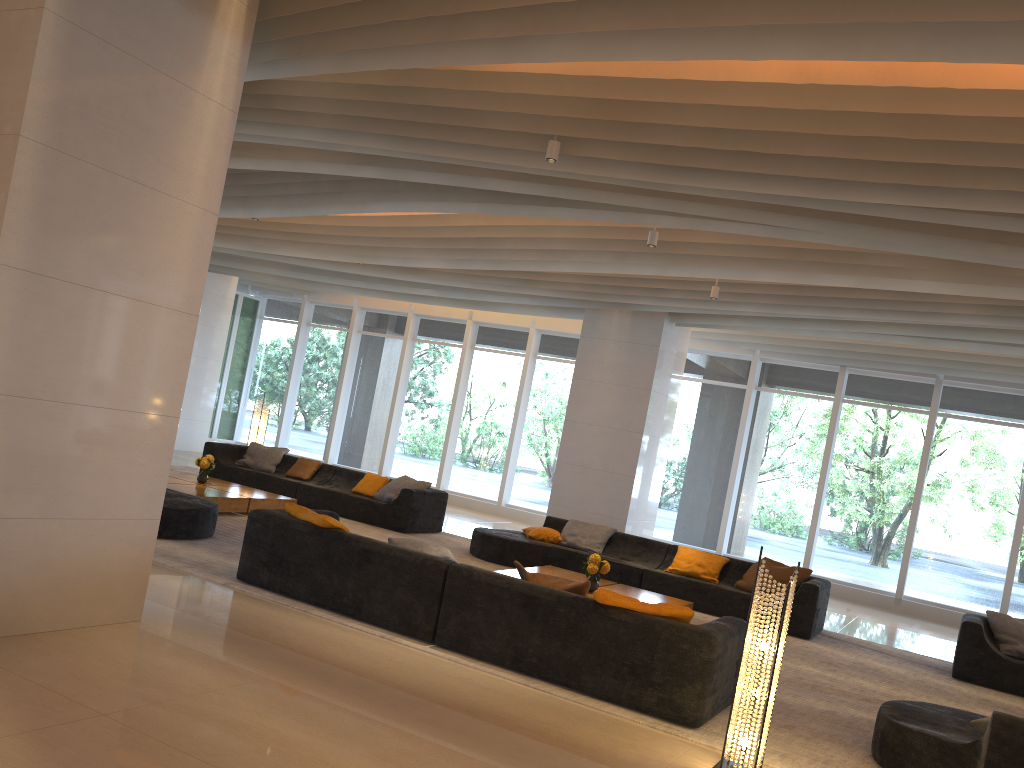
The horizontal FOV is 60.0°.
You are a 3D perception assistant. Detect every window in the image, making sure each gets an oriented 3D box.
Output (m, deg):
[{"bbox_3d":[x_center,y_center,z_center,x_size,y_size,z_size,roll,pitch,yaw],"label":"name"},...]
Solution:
[{"bbox_3d":[0.980,0.602,13.203,54.768,3.219,22.049,11,-3,-8],"label":"window"}]

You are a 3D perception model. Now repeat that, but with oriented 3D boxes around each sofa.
[{"bbox_3d":[-0.274,1.556,6.427,3.709,0.582,0.960,9,-3,27],"label":"sofa"},{"bbox_3d":[-2.721,1.438,12.567,3.709,0.582,0.960,9,-3,27],"label":"sofa"},{"bbox_3d":[6.205,2.865,7.898,4.097,0.582,1.367,9,-3,34],"label":"sofa"},{"bbox_3d":[3.171,2.123,4.844,2.212,0.576,1.381,9,-3,28],"label":"sofa"},{"bbox_3d":[1.447,2.095,10.211,4.071,0.582,1.377,9,-3,26],"label":"sofa"},{"bbox_3d":[-4.771,0.862,9.853,4.996,0.653,2.880,9,-3,28],"label":"sofa"}]

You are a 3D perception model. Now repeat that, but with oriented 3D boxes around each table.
[{"bbox_3d":[-3.756,1.323,10.668,1.572,0.220,1.631,9,-4,28],"label":"table"},{"bbox_3d":[0.698,2.035,8.357,1.572,0.220,1.631,9,-4,28],"label":"table"}]

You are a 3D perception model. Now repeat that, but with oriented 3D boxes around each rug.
[{"bbox_3d":[0.398,2.102,8.502,15.926,0.022,5.619,9,-4,27],"label":"rug"}]

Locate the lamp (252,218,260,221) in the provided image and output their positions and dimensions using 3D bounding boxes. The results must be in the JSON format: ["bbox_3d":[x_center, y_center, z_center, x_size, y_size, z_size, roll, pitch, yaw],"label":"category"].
[{"bbox_3d":[-2.964,-2.730,10.738,0.090,1.505,0.088,11,0,-17],"label":"lamp"}]

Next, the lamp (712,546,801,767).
[{"bbox_3d":[1.301,1.453,4.638,0.246,1.197,0.255,11,0,28],"label":"lamp"}]

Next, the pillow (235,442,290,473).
[{"bbox_3d":[-3.737,1.090,13.267,0.636,0.377,0.550,10,-2,6],"label":"pillow"}]

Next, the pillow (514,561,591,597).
[{"bbox_3d":[0.288,1.469,6.082,0.590,0.409,0.453,9,-2,30],"label":"pillow"}]

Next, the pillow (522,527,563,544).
[{"bbox_3d":[0.370,1.852,10.907,0.451,0.192,0.583,11,-3,-7],"label":"pillow"}]

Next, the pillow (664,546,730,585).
[{"bbox_3d":[2.103,2.099,10.135,0.626,0.394,0.458,10,-2,27],"label":"pillow"}]

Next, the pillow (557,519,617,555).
[{"bbox_3d":[0.880,1.885,10.769,0.653,0.416,0.470,9,-2,28],"label":"pillow"}]

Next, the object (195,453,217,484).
[{"bbox_3d":[-3.762,1.029,10.860,0.241,0.376,0.261,11,-1,-30],"label":"object"}]

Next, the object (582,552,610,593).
[{"bbox_3d":[0.767,1.734,8.175,0.241,0.376,0.260,12,-2,-40],"label":"object"}]

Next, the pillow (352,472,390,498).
[{"bbox_3d":[-1.963,1.402,12.325,0.400,0.312,0.328,10,-2,30],"label":"pillow"}]

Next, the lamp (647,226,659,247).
[{"bbox_3d":[1.448,-2.032,8.323,0.089,1.505,0.089,11,0,1],"label":"lamp"}]

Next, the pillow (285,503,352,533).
[{"bbox_3d":[-1.417,1.171,6.886,0.560,0.377,0.625,13,-3,-40],"label":"pillow"}]

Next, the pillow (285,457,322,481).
[{"bbox_3d":[-3.022,1.232,12.875,0.401,0.312,0.328,10,-2,26],"label":"pillow"}]

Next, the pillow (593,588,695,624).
[{"bbox_3d":[0.813,1.528,5.729,0.636,0.377,0.550,10,-2,6],"label":"pillow"}]

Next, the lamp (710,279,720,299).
[{"bbox_3d":[2.476,-1.728,10.270,0.088,1.505,0.090,11,0,19],"label":"lamp"}]

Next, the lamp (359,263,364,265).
[{"bbox_3d":[-1.995,-2.444,12.579,0.090,1.505,0.088,11,0,-17],"label":"lamp"}]

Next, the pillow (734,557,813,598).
[{"bbox_3d":[2.893,2.151,9.827,0.560,0.377,0.625,13,-3,-40],"label":"pillow"}]

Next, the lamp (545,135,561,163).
[{"bbox_3d":[0.421,-2.336,6.357,0.088,1.505,0.090,11,0,19],"label":"lamp"}]

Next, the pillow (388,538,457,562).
[{"bbox_3d":[-0.617,1.363,6.548,0.575,0.377,0.429,9,-2,30],"label":"pillow"}]

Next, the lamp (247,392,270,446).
[{"bbox_3d":[-4.116,0.843,14.304,0.246,1.450,0.255,11,0,28],"label":"lamp"}]

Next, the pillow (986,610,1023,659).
[{"bbox_3d":[5.051,2.497,8.706,0.636,0.377,0.550,10,-2,6],"label":"pillow"}]

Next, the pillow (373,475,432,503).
[{"bbox_3d":[-1.507,1.447,12.110,0.560,0.377,0.625,13,-3,-40],"label":"pillow"}]

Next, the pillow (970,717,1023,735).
[{"bbox_3d":[2.838,1.936,4.853,0.480,0.246,0.421,12,-3,-27],"label":"pillow"}]
